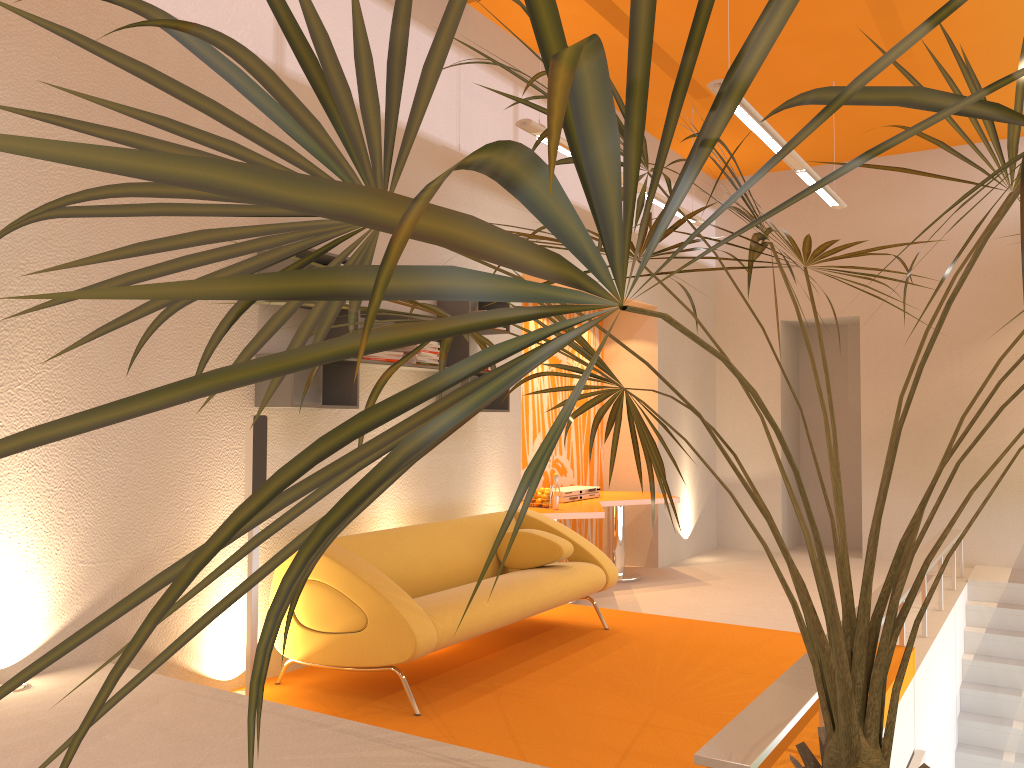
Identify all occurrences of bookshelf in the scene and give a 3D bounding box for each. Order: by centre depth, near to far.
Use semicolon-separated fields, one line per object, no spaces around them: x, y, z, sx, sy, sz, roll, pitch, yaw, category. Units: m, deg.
-2.133;0.323;2.703;0.322;2.145;3.370;-1;-3;34;bookshelf
-0.643;-0.241;5.196;0.252;0.790;2.000;-1;-3;32;bookshelf

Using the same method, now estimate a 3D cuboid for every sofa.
-0.259;1.142;4.946;0.929;0.706;2.081;-1;-3;32;sofa

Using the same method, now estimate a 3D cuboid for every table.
0.706;1.393;7.670;0.969;0.760;2.573;-1;-3;32;table

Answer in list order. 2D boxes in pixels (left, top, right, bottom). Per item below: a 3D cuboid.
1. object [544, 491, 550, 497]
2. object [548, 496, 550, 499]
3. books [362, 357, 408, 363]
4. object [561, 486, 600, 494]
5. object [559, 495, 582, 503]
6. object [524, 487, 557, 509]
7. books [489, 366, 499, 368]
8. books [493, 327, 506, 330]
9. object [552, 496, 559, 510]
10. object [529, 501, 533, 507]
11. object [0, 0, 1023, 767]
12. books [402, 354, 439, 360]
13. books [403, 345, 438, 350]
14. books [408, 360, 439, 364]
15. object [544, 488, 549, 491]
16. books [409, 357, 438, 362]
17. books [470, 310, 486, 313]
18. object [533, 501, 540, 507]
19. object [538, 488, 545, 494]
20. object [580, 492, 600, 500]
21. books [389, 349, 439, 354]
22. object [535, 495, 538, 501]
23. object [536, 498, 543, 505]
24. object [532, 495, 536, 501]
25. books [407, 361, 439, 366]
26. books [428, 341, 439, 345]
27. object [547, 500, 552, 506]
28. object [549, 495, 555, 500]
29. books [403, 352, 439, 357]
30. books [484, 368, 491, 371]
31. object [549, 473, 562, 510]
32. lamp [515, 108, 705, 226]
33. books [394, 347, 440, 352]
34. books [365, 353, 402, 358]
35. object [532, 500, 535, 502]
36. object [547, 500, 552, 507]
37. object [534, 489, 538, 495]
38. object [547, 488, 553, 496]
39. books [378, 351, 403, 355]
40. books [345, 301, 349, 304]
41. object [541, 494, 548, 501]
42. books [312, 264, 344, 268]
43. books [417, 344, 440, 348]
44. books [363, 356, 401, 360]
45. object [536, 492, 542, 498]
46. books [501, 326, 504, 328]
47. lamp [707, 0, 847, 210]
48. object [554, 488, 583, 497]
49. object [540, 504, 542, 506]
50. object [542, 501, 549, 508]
0.279;0.873;7.050;0.053;0.051;0.063;-1;-3;22;object
0.270;0.900;7.090;0.064;0.053;0.051;1;-3;-21;object
-0.761;-0.129;4.933;0.297;0.013;0.210;3;-3;-43;books
0.612;0.951;7.958;0.262;0.049;0.349;-1;-3;32;object
0.426;0.986;7.654;0.262;0.049;0.349;-1;-3;32;object
0.229;0.898;7.098;0.207;0.174;0.189;-1;-3;32;object
-0.202;-0.106;5.799;0.226;0.017;0.230;-1;-3;32;books
-0.207;-0.368;5.819;0.210;0.013;0.297;-1;-3;32;books
0.340;0.925;6.899;0.060;0.106;0.060;1;-3;-26;object
0.138;0.955;7.075;0.053;0.052;0.062;0;-3;16;object
0.547;0.216;1.686;3.098;2.600;3.241;-2;-3;40;object
-0.574;-0.156;5.234;0.190;0.015;0.254;-1;-3;28;books
-0.580;-0.212;5.231;0.190;0.015;0.254;-1;-3;23;books
-0.577;-0.127;5.237;0.190;0.011;0.268;-1;-3;28;books
0.283;0.861;7.143;0.063;0.051;0.053;-1;-3;24;object
-0.580;-0.141;5.228;0.190;0.015;0.254;-1;-3;23;books
-0.204;-0.457;5.808;0.226;0.017;0.230;-1;-3;32;books
0.197;0.957;7.068;0.050;0.055;0.061;-1;-3;22;object
0.239;0.856;7.104;0.051;0.053;0.063;1;-3;-22;object
0.607;1.000;7.959;0.250;0.049;0.349;-1;-3;32;object
-0.575;-0.186;5.243;0.210;0.013;0.297;-1;-3;27;books
0.198;0.918;7.118;0.051;0.053;0.062;1;-3;-15;object
0.215;0.932;7.030;0.052;0.053;0.062;0;-3;14;object
0.163;0.905;7.068;0.053;0.054;0.061;-1;-3;23;object
-0.575;-0.115;5.240;0.210;0.013;0.297;-1;-3;27;books
-0.584;-0.242;5.247;0.230;0.017;0.226;-1;-3;22;books
0.301;0.951;7.128;0.060;0.057;0.052;1;-3;-22;object
0.319;0.904;7.120;0.063;0.051;0.053;-1;-3;35;object
-0.584;-0.171;5.244;0.230;0.017;0.226;-1;-3;22;books
-0.192;-0.090;5.807;0.254;0.015;0.190;-2;-3;38;books
0.340;0.835;6.918;0.101;0.288;0.088;0;-2;2;object
0.908;-2.039;6.851;0.120;1.052;3.195;-1;-3;32;lamp
-0.577;-0.198;5.240;0.190;0.011;0.268;-1;-3;28;books
-0.771;-0.155;4.924;0.190;0.015;0.254;-2;-3;43;books
0.169;0.922;7.126;0.061;0.055;0.051;3;-3;-44;object
0.290;0.955;7.071;0.061;0.053;0.053;-1;-3;19;object
0.178;0.855;7.057;0.050;0.060;0.059;1;-3;-24;object
0.307;0.863;7.096;0.052;0.060;0.057;2;-3;-35;object
-0.763;-0.170;4.928;0.254;0.015;0.190;2;-3;-42;books
-0.950;-0.498;4.684;0.230;0.169;0.027;-1;-3;32;books
0.256;0.900;7.013;0.053;0.055;0.060;-1;-3;20;object
-0.973;-0.519;4.671;0.207;0.210;0.021;-1;-3;32;books
-0.574;-0.227;5.237;0.190;0.015;0.254;-1;-3;28;books
-0.765;-0.141;4.931;0.268;0.011;0.190;2;-3;-42;books
0.215;0.886;7.066;0.055;0.051;0.061;2;-3;-29;object
-0.204;-0.379;5.822;0.190;0.011;0.268;-1;-3;33;books
1.955;-2.062;6.208;0.120;1.052;3.195;-1;-3;32;lamp
0.426;0.937;7.656;0.262;0.049;0.349;-1;-3;32;object
0.242;0.950;7.107;0.057;0.060;0.052;1;-3;-18;object
0.264;0.951;7.017;0.053;0.053;0.061;-1;-3;21;object
